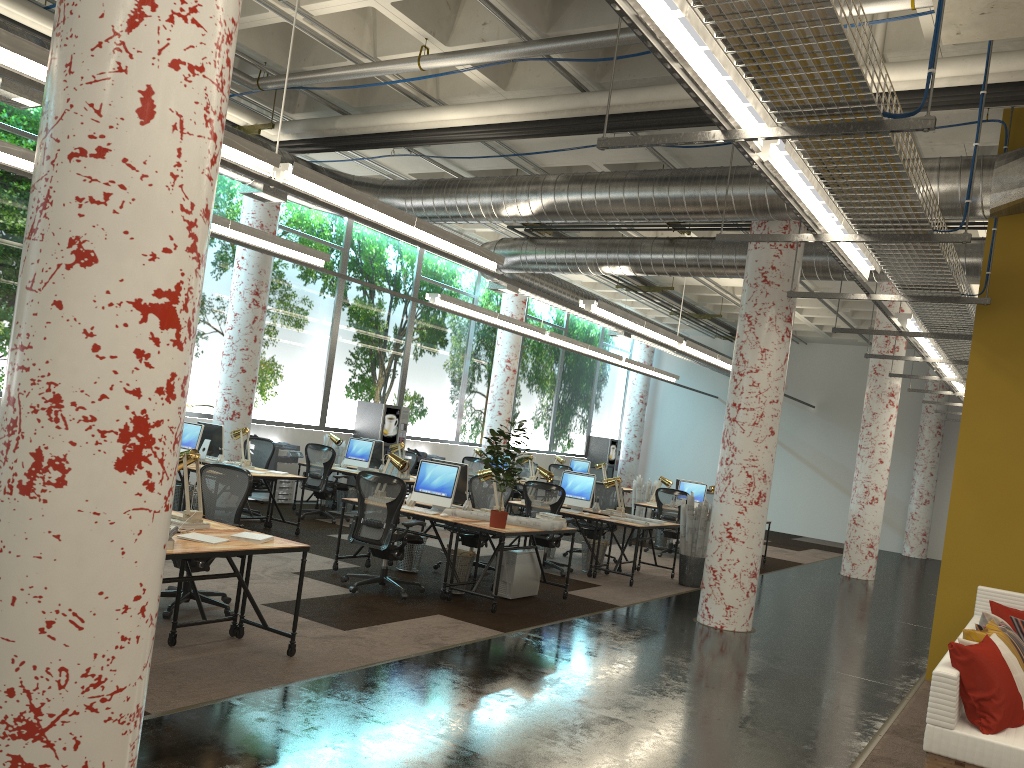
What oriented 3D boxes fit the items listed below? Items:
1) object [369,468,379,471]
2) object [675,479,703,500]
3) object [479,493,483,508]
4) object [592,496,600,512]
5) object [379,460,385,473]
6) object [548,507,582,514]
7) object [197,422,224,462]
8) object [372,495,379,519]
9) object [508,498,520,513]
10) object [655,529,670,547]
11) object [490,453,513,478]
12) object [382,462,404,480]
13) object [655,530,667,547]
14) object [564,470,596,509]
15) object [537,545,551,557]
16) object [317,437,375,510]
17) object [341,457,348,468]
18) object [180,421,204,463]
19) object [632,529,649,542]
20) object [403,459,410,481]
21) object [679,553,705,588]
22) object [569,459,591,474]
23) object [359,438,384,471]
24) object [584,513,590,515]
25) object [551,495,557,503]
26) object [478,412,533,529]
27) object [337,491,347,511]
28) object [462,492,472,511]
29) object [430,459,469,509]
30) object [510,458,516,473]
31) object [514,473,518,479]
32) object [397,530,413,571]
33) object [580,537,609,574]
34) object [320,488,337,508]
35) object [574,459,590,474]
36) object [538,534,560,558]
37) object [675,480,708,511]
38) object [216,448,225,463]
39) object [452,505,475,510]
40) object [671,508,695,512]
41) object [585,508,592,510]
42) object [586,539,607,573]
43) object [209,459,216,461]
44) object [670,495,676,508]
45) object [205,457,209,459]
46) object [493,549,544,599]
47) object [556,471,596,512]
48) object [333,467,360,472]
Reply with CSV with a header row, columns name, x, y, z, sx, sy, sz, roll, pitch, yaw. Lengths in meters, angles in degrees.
name,x,y,z,sx,sy,sz,roll,pitch,yaw
object,-2.131,1.370,14.109,0.437,0.017,0.119,6,-4,32
object,3.045,1.913,15.325,0.482,0.485,0.190,7,-1,32
object,-0.607,2.293,17.397,0.234,0.403,0.120,7,-1,33
object,1.124,1.596,11.763,0.101,0.209,0.101,8,-1,-13
object,-2.003,1.270,13.705,0.101,0.209,0.101,8,-1,-13
object,0.665,1.599,11.229,0.437,0.017,0.119,6,-4,32
object,-3.865,0.743,11.277,0.482,0.485,0.190,7,-1,32
object,-2.053,1.871,13.273,0.234,0.403,0.120,7,-1,33
object,0.023,2.340,16.663,0.234,0.403,0.120,7,-1,33
object,2.646,2.623,15.462,0.357,0.435,0.354,7,-1,28
object,-0.215,1.541,16.737,0.482,0.485,0.190,7,-1,32
object,-1.692,1.211,12.690,0.280,0.302,0.151,7,-1,32
object,2.599,2.627,15.398,0.234,0.403,0.120,7,-1,33
object,0.889,1.436,11.992,0.482,0.485,0.190,7,-1,32
object,0.442,2.149,12.065,0.234,0.403,0.120,7,-1,33
object,-2.590,1.404,13.504,1.074,1.209,0.191,7,-1,32
object,-2.564,1.186,13.576,0.101,0.209,0.101,8,-1,-13
object,-3.920,0.704,10.689,0.482,0.485,0.190,7,-1,32
object,2.298,2.630,15.918,0.354,0.398,0.353,8,-1,-13
object,-1.615,1.229,12.816,0.280,0.302,0.151,7,-1,32
object,2.281,2.375,11.259,0.354,0.398,0.353,8,-1,-13
object,1.477,1.923,19.500,0.482,0.485,0.190,7,-1,32
object,-2.237,1.111,13.934,0.482,0.485,0.190,7,-1,32
object,0.938,1.621,11.050,0.059,0.029,0.107,6,-3,33
object,0.562,1.511,11.633,0.101,0.209,0.101,8,-1,-13
object,-0.086,0.769,8.058,0.512,1.077,0.440,8,-1,23
object,-2.684,1.824,14.007,0.234,0.403,0.120,7,-1,33
object,-0.449,1.211,9.063,0.101,0.209,0.101,8,-1,-13
object,-0.684,1.052,9.292,0.482,0.485,0.190,7,-1,32
object,-0.161,1.580,17.324,0.482,0.485,0.190,7,-1,32
object,0.074,1.739,17.095,0.101,0.209,0.101,8,-1,-13
object,-1.131,1.765,9.365,0.234,0.403,0.120,7,-1,33
object,1.029,2.173,11.266,0.357,0.435,0.354,7,-1,28
object,-2.984,1.827,14.527,0.354,0.398,0.352,9,-2,-39
object,1.532,1.962,20.087,0.482,0.485,0.190,7,-1,32
object,0.489,2.146,12.129,0.357,0.435,0.354,7,-1,28
object,2.991,1.874,14.738,0.482,0.485,0.190,7,-1,32
object,-3.630,0.903,11.048,0.101,0.209,0.101,8,-1,-13
object,-0.578,1.311,9.467,0.437,0.017,0.119,6,-4,32
object,2.821,2.077,14.562,0.437,0.017,0.119,6,-4,32
object,0.995,1.696,12.167,0.437,0.017,0.119,6,-4,32
object,1.073,2.197,11.331,0.234,0.403,0.120,7,-1,33
object,-3.759,1.002,11.452,0.437,0.017,0.119,6,-4,32
object,2.718,1.988,14.966,0.101,0.209,0.101,8,-1,-13
object,-4.031,0.968,11.631,0.059,0.029,0.107,6,-3,33
object,0.070,1.883,8.869,0.220,0.455,0.543,7,-2,32
object,0.834,1.397,11.405,0.482,0.485,0.190,7,-1,32
object,-2.461,1.274,13.171,0.437,0.017,0.119,6,-4,32
